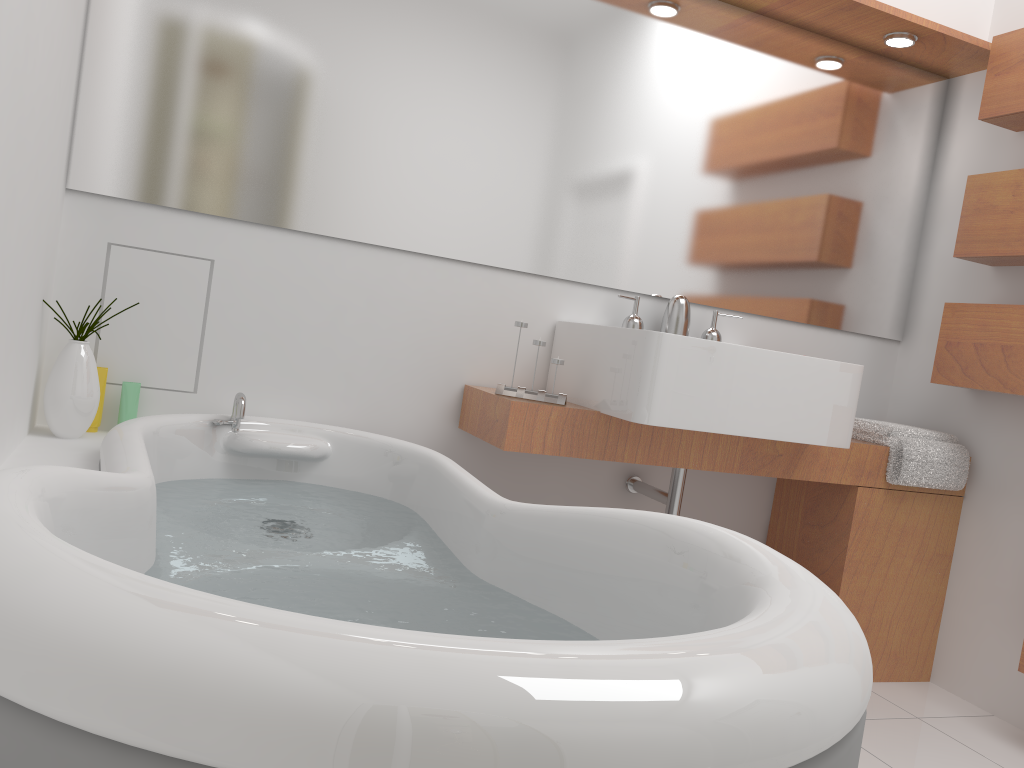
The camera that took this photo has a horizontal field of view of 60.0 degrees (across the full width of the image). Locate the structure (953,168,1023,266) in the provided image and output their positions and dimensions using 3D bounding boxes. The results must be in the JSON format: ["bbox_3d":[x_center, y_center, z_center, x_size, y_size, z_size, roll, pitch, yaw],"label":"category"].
[{"bbox_3d":[1.572,-0.443,2.283,0.165,0.245,0.860,7,4,-22],"label":"structure"}]

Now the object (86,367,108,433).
[{"bbox_3d":[-0.990,0.040,2.092,0.047,0.162,0.047,9,3,4],"label":"object"}]

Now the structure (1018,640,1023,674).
[{"bbox_3d":[1.487,0.659,2.140,0.165,0.245,0.417,7,4,-22],"label":"structure"}]

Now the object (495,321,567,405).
[{"bbox_3d":[0.064,-0.060,2.292,0.182,0.203,0.059,9,3,8],"label":"object"}]

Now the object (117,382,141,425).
[{"bbox_3d":[-0.918,0.061,2.123,0.038,0.133,0.038,9,3,11],"label":"object"}]

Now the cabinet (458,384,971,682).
[{"bbox_3d":[0.532,0.460,2.580,1.635,0.719,0.355,7,4,-22],"label":"cabinet"}]

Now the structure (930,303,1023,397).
[{"bbox_3d":[1.514,-0.067,2.304,0.165,0.245,0.860,7,4,-22],"label":"structure"}]

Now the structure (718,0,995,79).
[{"bbox_3d":[0.336,-1.277,2.355,2.606,0.240,0.287,7,4,-22],"label":"structure"}]

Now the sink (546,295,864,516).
[{"bbox_3d":[0.492,0.092,2.424,0.657,0.673,0.552,7,4,-22],"label":"sink"}]

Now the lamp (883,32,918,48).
[{"bbox_3d":[1.171,-1.038,2.677,0.098,0.018,0.098,6,4,-43],"label":"lamp"}]

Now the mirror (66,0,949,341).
[{"bbox_3d":[0.207,-0.738,2.509,2.600,0.887,0.022,7,4,-22],"label":"mirror"}]

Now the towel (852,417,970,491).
[{"bbox_3d":[1.175,0.207,2.774,0.272,0.140,0.359,7,4,-22],"label":"towel"}]

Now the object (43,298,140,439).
[{"bbox_3d":[-0.956,-0.035,1.980,0.154,0.326,0.215,9,3,9],"label":"object"}]

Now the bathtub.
[{"bbox_3d":[-0.335,0.425,1.436,1.055,0.674,1.863,7,4,-22],"label":"bathtub"}]

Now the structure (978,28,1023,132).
[{"bbox_3d":[1.635,-0.848,2.259,0.165,0.245,0.860,7,4,-22],"label":"structure"}]
